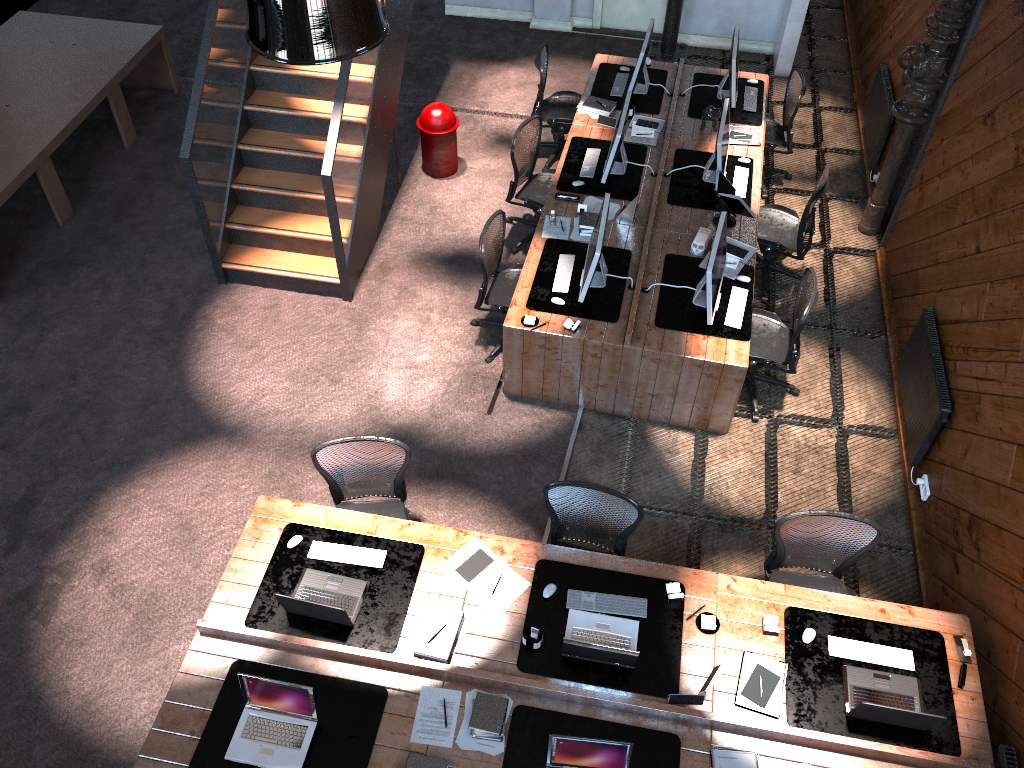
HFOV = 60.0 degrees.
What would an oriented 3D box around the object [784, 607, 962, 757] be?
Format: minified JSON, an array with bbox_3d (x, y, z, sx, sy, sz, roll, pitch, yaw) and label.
[{"bbox_3d":[1.857,1.535,4.626,0.848,0.008,0.687,8,48,7],"label":"object"}]

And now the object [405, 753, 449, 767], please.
[{"bbox_3d":[-0.411,1.939,4.182,0.325,0.065,0.363,16,50,13],"label":"object"}]

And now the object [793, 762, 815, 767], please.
[{"bbox_3d":[1.741,2.018,4.172,1.058,0.002,0.356,7,48,6],"label":"object"}]

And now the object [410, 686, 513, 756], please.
[{"bbox_3d":[-0.248,1.648,4.427,0.478,0.098,0.319,7,48,6],"label":"object"}]

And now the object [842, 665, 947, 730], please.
[{"bbox_3d":[1.900,1.534,4.434,0.390,0.283,0.323,9,48,7],"label":"object"}]

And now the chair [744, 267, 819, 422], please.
[{"bbox_3d":[1.867,-0.346,6.615,0.792,1.085,0.770,0,48,-1],"label":"chair"}]

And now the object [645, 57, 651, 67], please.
[{"bbox_3d":[1.336,-3.235,8.902,0.106,0.063,0.082,-14,49,-13],"label":"object"}]

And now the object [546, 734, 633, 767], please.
[{"bbox_3d":[0.351,1.857,4.115,0.390,0.283,0.323,5,48,3],"label":"object"}]

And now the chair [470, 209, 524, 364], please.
[{"bbox_3d":[0.049,-0.790,6.987,0.792,1.085,0.770,0,48,-1],"label":"chair"}]

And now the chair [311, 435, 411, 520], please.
[{"bbox_3d":[-0.863,0.858,5.478,0.770,1.085,0.792,-15,50,-14],"label":"chair"}]

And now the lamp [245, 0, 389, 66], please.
[{"bbox_3d":[-0.605,-1.922,1.949,0.445,2.372,0.445,-24,53,-21],"label":"lamp"}]

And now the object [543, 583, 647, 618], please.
[{"bbox_3d":[0.457,1.197,4.886,0.577,0.040,0.139,8,48,6],"label":"object"}]

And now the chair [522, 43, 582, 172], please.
[{"bbox_3d":[0.501,-2.776,8.794,0.792,1.085,0.770,-7,48,-7],"label":"chair"}]

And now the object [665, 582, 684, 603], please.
[{"bbox_3d":[0.900,1.148,4.913,0.082,0.063,0.106,-5,48,-5],"label":"object"}]

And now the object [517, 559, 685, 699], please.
[{"bbox_3d":[0.497,1.308,4.809,0.848,0.008,0.687,8,48,7],"label":"object"}]

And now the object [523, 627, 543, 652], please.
[{"bbox_3d":[0.109,1.347,4.688,0.099,0.138,0.078,18,50,15],"label":"object"}]

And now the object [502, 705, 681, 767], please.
[{"bbox_3d":[0.364,1.937,4.237,0.848,0.008,0.687,8,48,7],"label":"object"}]

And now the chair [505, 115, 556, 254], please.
[{"bbox_3d":[0.311,-1.776,7.885,0.792,1.085,0.770,8,48,6],"label":"chair"}]

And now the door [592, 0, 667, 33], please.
[{"bbox_3d":[1.508,-5.105,10.123,1.013,2.268,0.064,9,48,7],"label":"door"}]

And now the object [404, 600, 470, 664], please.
[{"bbox_3d":[-0.405,1.304,4.758,0.325,0.065,0.363,20,51,17],"label":"object"}]

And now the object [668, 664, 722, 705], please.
[{"bbox_3d":[0.960,1.560,4.536,0.347,0.083,0.129,-23,52,-20],"label":"object"}]

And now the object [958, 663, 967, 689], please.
[{"bbox_3d":[2.349,1.520,4.623,0.022,0.042,0.134,20,51,17],"label":"object"}]

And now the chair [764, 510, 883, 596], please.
[{"bbox_3d":[1.778,1.259,5.159,0.770,1.085,0.792,-7,48,-7],"label":"chair"}]

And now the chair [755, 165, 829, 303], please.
[{"bbox_3d":[2.253,-1.329,7.512,0.792,1.085,0.770,8,48,6],"label":"chair"}]

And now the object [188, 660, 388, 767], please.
[{"bbox_3d":[-1.106,1.751,4.381,0.848,0.008,0.687,8,48,7],"label":"object"}]

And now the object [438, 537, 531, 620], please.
[{"bbox_3d":[-0.155,1.083,4.991,0.467,0.017,0.304,36,57,27],"label":"object"}]

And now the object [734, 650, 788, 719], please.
[{"bbox_3d":[1.292,1.538,4.580,0.229,0.060,0.316,15,49,12],"label":"object"}]

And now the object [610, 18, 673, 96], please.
[{"bbox_3d":[1.180,-3.064,8.420,0.586,0.581,0.692,-24,52,-21],"label":"object"}]

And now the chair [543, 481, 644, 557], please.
[{"bbox_3d":[0.430,1.121,5.261,0.770,1.085,0.792,0,48,-1],"label":"chair"}]

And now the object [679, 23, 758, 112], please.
[{"bbox_3d":[2.115,-2.931,8.312,0.799,0.576,0.648,-25,53,-22],"label":"object"}]

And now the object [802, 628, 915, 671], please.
[{"bbox_3d":[1.838,1.414,4.713,0.577,0.040,0.139,11,49,9],"label":"object"}]

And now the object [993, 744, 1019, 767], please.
[{"bbox_3d":[2.324,2.355,4.221,0.073,0.628,1.064,9,48,7],"label":"object"}]

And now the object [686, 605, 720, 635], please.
[{"bbox_3d":[1.057,1.288,4.822,0.158,0.026,0.154,-29,54,-24],"label":"object"}]

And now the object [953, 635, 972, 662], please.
[{"bbox_3d":[2.406,1.398,4.721,0.054,0.064,0.159,3,48,2],"label":"object"}]

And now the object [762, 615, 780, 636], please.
[{"bbox_3d":[1.402,1.299,4.795,0.082,0.063,0.106,6,48,5],"label":"object"}]

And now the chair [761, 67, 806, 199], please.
[{"bbox_3d":[2.415,-2.438,8.520,0.792,1.085,0.770,-7,48,-7],"label":"chair"}]

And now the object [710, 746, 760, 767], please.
[{"bbox_3d":[1.080,1.905,4.244,0.229,0.060,0.316,3,48,2],"label":"object"}]

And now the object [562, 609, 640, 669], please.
[{"bbox_3d":[0.472,1.278,4.605,0.380,0.288,0.320,9,48,7],"label":"object"}]

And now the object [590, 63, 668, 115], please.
[{"bbox_3d":[1.134,-2.878,8.613,0.687,0.008,0.848,10,48,8],"label":"object"}]
